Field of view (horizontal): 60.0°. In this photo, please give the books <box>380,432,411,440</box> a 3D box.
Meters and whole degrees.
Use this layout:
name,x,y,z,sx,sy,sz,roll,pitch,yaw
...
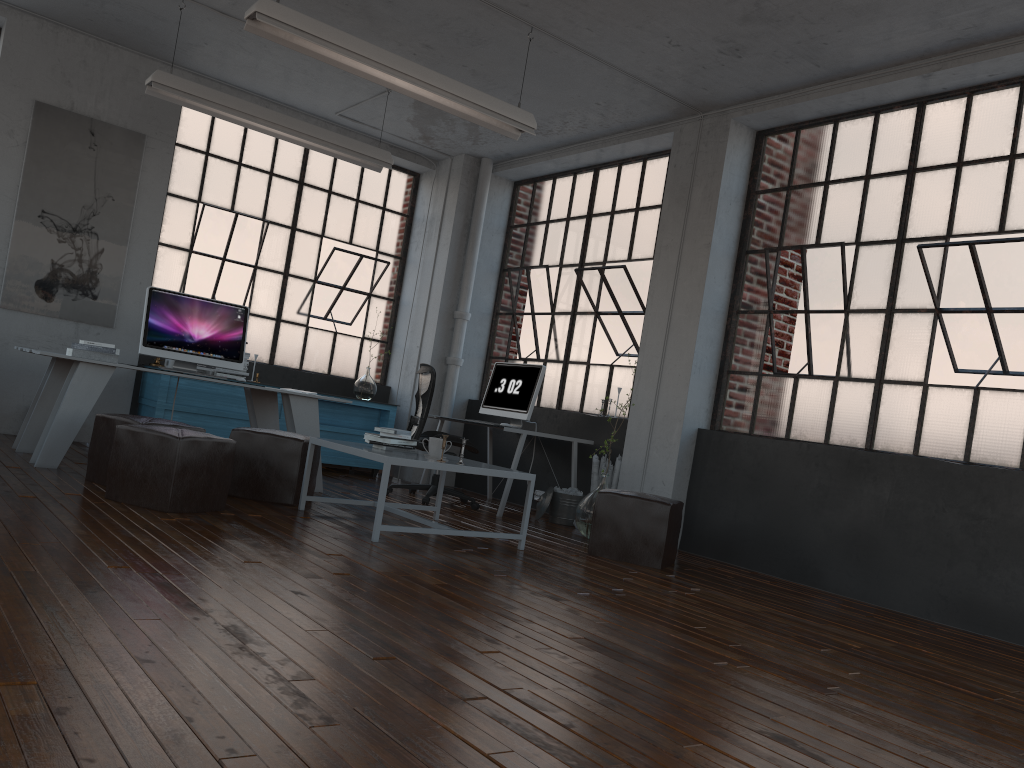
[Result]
name,x,y,z,sx,sy,sz,roll,pitch,yaw
books,-0.695,0.307,5.299,0.185,0.026,0.125,9,-3,-7

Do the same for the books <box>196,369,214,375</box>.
name,x,y,z,sx,sy,sz,roll,pitch,yaw
books,-2.719,-0.114,7.630,0.259,0.032,0.191,11,-3,-35

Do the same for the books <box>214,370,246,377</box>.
name,x,y,z,sx,sy,sz,roll,pitch,yaw
books,-2.567,-0.096,8.005,0.286,0.012,0.159,11,-3,-37

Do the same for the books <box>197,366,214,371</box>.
name,x,y,z,sx,sy,sz,roll,pitch,yaw
books,-2.718,-0.142,7.620,0.242,0.023,0.191,11,-3,-39

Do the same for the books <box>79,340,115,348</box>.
name,x,y,z,sx,sy,sz,roll,pitch,yaw
books,-2.665,-0.256,5.692,0.185,0.030,0.152,11,-3,-36

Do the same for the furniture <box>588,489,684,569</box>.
name,x,y,z,sx,sy,sz,roll,pitch,yaw
furniture,0.784,0.911,5.578,0.502,0.460,0.504,8,-2,21

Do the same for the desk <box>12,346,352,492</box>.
name,x,y,z,sx,sy,sz,roll,pitch,yaw
desk,-2.364,0.277,6.322,2.082,0.704,1.073,11,-3,-37

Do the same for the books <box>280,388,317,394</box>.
name,x,y,z,sx,sy,sz,roll,pitch,yaw
books,-1.551,0.054,6.458,0.205,0.019,0.244,9,-3,3

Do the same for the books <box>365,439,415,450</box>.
name,x,y,z,sx,sy,sz,roll,pitch,yaw
books,-0.734,0.359,5.319,0.274,0.025,0.210,10,-3,-17

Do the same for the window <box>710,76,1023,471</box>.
name,x,y,z,sx,sy,sz,roll,pitch,yaw
window,2.429,-0.684,5.612,0.671,2.389,2.586,10,-2,-37

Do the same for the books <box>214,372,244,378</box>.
name,x,y,z,sx,sy,sz,roll,pitch,yaw
books,-2.504,-0.077,7.788,0.248,0.014,0.187,11,-3,-38

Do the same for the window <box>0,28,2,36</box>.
name,x,y,z,sx,sy,sz,roll,pitch,yaw
window,-5.240,-1.892,6.268,2.597,2.389,0.668,11,-2,-37

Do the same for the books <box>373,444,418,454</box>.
name,x,y,z,sx,sy,sz,roll,pitch,yaw
books,-0.705,0.388,5.328,0.218,0.028,0.171,11,-3,-37

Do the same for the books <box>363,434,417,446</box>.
name,x,y,z,sx,sy,sz,roll,pitch,yaw
books,-0.729,0.337,5.319,0.200,0.031,0.272,8,-3,28

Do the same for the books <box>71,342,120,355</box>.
name,x,y,z,sx,sy,sz,roll,pitch,yaw
books,-2.662,-0.225,5.678,0.257,0.044,0.193,10,-3,-17

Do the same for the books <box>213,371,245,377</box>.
name,x,y,z,sx,sy,sz,roll,pitch,yaw
books,-2.505,-0.089,7.795,0.252,0.012,0.202,11,-3,-35

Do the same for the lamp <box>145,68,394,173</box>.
name,x,y,z,sx,sy,sz,roll,pitch,yaw
lamp,-1.726,-1.954,6.584,1.882,0.205,0.202,11,-3,-37

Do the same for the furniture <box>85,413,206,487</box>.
name,x,y,z,sx,sy,sz,roll,pitch,yaw
furniture,-2.146,0.413,5.203,0.479,0.439,0.481,8,-2,32

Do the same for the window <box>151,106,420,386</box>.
name,x,y,z,sx,sy,sz,roll,pitch,yaw
window,-2.157,-1.287,8.605,2.597,2.389,0.668,11,-2,-37

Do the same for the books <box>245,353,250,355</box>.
name,x,y,z,sx,sy,sz,roll,pitch,yaw
books,-2.535,-0.296,8.005,0.289,0.016,0.182,11,-3,-37

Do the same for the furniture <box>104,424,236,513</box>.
name,x,y,z,sx,sy,sz,roll,pitch,yaw
furniture,-1.802,0.449,4.698,0.470,0.431,0.471,8,-2,22

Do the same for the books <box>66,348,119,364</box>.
name,x,y,z,sx,sy,sz,roll,pitch,yaw
books,-2.695,-0.182,5.687,0.272,0.050,0.200,11,-3,-37

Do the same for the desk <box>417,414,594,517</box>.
name,x,y,z,sx,sy,sz,roll,pitch,yaw
desk,-0.110,0.702,7.518,0.935,0.688,1.224,11,-3,-37

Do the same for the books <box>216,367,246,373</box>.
name,x,y,z,sx,sy,sz,roll,pitch,yaw
books,-2.555,-0.132,8.023,0.254,0.013,0.160,11,-3,-37

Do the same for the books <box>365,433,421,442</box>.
name,x,y,z,sx,sy,sz,roll,pitch,yaw
books,-0.717,0.320,5.323,0.276,0.014,0.199,11,-3,-37

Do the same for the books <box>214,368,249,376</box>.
name,x,y,z,sx,sy,sz,roll,pitch,yaw
books,-2.568,-0.116,8.015,0.331,0.025,0.175,11,-3,-37

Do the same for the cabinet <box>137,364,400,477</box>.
name,x,y,z,sx,sy,sz,roll,pitch,yaw
cabinet,-2.218,0.377,8.160,2.268,0.732,0.625,11,-2,-37

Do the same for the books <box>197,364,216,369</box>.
name,x,y,z,sx,sy,sz,roll,pitch,yaw
books,-2.712,-0.164,7.632,0.259,0.023,0.211,11,-3,-37

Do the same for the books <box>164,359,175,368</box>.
name,x,y,z,sx,sy,sz,roll,pitch,yaw
books,-2.969,-0.259,7.714,0.032,0.239,0.172,10,-2,-37

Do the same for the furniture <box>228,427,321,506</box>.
name,x,y,z,sx,sy,sz,roll,pitch,yaw
furniture,-1.529,0.523,5.672,0.503,0.460,0.504,9,-2,2

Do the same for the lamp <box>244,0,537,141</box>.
name,x,y,z,sx,sy,sz,roll,pitch,yaw
lamp,-0.588,-2.041,5.186,1.882,0.628,0.202,11,-2,-37

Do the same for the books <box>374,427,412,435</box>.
name,x,y,z,sx,sy,sz,roll,pitch,yaw
books,-0.710,0.281,5.288,0.141,0.026,0.202,8,-3,23

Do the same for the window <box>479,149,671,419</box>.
name,x,y,z,sx,sy,sz,roll,pitch,yaw
window,0.603,-0.866,8.078,0.671,2.389,2.586,10,-2,-37

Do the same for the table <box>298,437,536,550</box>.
name,x,y,z,sx,sy,sz,roll,pitch,yaw
table,-0.574,0.642,5.253,0.994,0.444,0.971,11,-3,-37
